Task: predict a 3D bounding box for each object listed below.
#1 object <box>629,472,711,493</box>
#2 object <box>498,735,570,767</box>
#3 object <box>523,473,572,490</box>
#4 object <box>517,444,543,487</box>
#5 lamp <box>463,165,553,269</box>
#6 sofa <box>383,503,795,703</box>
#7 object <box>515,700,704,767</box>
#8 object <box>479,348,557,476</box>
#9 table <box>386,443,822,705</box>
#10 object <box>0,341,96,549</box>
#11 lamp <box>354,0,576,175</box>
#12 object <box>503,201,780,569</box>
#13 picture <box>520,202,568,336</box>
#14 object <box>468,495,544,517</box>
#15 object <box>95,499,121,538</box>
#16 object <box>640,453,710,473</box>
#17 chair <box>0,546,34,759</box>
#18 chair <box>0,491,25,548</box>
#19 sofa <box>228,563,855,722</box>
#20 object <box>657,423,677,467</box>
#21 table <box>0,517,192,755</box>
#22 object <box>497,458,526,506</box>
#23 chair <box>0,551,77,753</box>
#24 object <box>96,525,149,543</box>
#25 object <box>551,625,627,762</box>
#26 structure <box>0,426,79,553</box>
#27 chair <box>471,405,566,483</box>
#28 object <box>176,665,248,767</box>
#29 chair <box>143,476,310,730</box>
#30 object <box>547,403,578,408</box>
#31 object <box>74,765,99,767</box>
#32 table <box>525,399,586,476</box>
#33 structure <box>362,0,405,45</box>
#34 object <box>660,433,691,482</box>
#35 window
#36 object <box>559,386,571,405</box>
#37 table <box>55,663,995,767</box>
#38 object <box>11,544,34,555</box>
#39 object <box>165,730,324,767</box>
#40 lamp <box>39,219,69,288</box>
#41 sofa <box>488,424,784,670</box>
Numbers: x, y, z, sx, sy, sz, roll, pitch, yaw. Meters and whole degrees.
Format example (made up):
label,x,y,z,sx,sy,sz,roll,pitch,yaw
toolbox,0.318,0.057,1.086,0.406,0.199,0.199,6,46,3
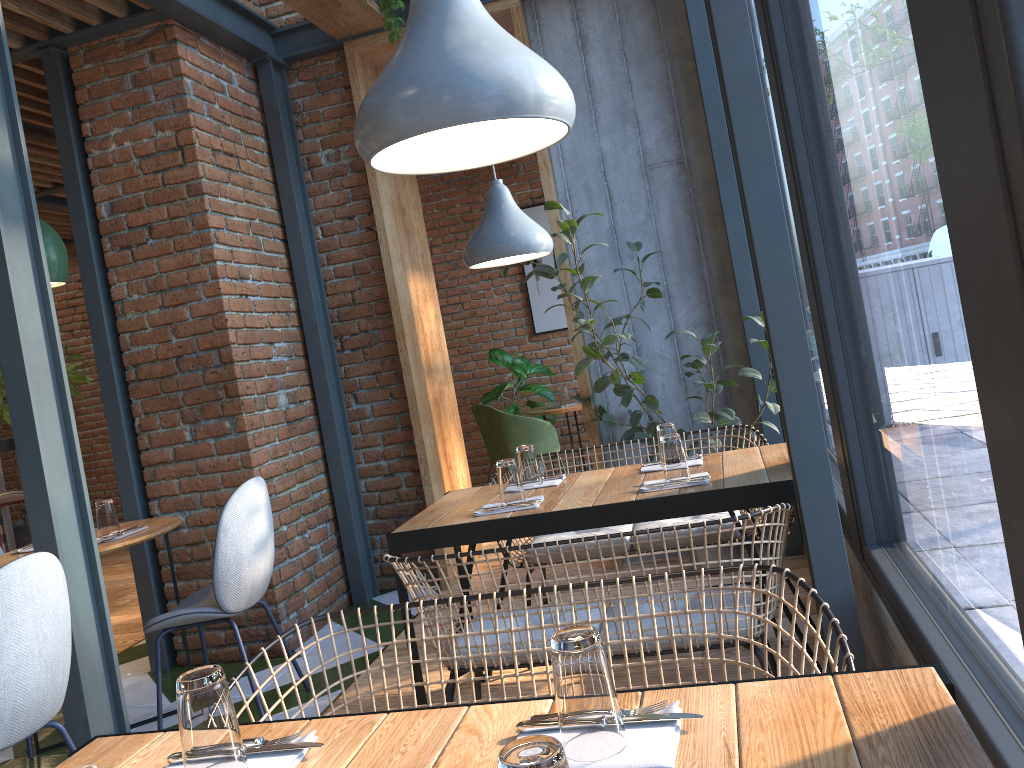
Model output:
label,x,y,z,sx,sy,sz,roll,pitch,yaw
object,0.475,0.292,2.656,0.242,0.019,0.158,-10,3,13
object,0.028,0.390,0.782,0.080,0.138,0.080,-10,1,-13
object,0.086,0.342,3.090,0.242,0.019,0.158,-9,3,17
object,0.057,0.281,3.071,0.080,0.138,0.080,-10,1,30
lamp,-0.406,-2.685,3.427,0.352,4.491,0.354,-10,0,18
sofa,0.237,0.705,2.316,1.089,0.733,0.471,-10,1,13
object,0.112,0.429,1.084,0.242,0.019,0.158,-9,3,16
object,0.056,0.277,7.273,0.636,1.196,0.712,-10,1,-26
table,0.363,0.671,2.859,1.269,0.706,0.660,-10,1,13
object,-4.449,0.598,8.010,1.512,2.097,1.086,-10,0,18
lamp,-0.465,-2.583,1.413,0.351,4.491,0.354,-10,0,29
object,0.657,0.014,4.121,1.066,1.773,1.015,-10,1,-18
picture,0.443,-1.011,7.484,0.724,1.095,0.023,-10,0,13
object,-0.020,0.377,2.758,0.242,0.019,0.158,-10,3,10
object,-1.559,0.515,3.409,0.080,0.138,0.080,-10,1,0
object,0.549,0.264,2.982,0.242,0.019,0.158,-10,3,13
chair,-2.011,0.976,3.545,0.506,0.887,0.419,-10,0,14
chair,-3.196,0.899,5.964,0.507,1.243,0.419,-10,0,13
sofa,0.053,0.775,1.508,1.089,0.733,0.471,-10,1,13
object,0.525,0.202,2.961,0.080,0.138,0.080,-10,1,-13
table,-1.590,0.976,3.445,0.702,0.747,0.697,-11,1,-30
object,-0.008,0.306,2.777,0.080,0.138,0.080,-10,1,-27
chair,-1.417,0.922,2.360,0.506,0.887,0.419,-10,0,14
object,-1.529,0.578,3.390,0.157,0.019,0.243,-9,3,17
object,0.087,0.367,1.064,0.080,0.138,0.080,-10,1,-21
structure,-4.979,1.214,4.401,2.911,1.396,4.933,-10,2,13
chair,0.059,0.509,6.379,0.516,0.819,0.637,-10,1,-23
object,-0.402,0.450,1.172,0.080,0.138,0.080,-10,1,35
chair,-1.115,0.824,3.329,0.507,0.887,0.419,-10,0,9
object,0.366,0.155,6.525,0.158,0.019,0.242,-12,3,-29
object,-0.439,0.469,0.902,0.080,0.138,0.080,-10,1,-12
table,0.555,0.476,6.596,0.807,0.687,0.807,-10,1,-3
structure,-0.534,-1.756,4.271,0.513,0.969,0.665,-10,1,5
object,0.488,0.222,2.674,0.080,0.138,0.080,-10,1,-4
window,0.005,-2.031,0.071,0.127,5.598,8.743,-10,2,13
object,0.384,0.085,6.518,0.080,0.138,0.080,-10,1,34
table,-0.070,0.835,0.959,1.269,0.706,0.660,-10,1,13
object,-1.839,0.629,3.504,0.157,0.019,0.243,-9,3,17
object,-0.374,0.511,1.193,0.242,0.019,0.158,-10,3,12
lamp,-2.013,-1.374,3.452,0.223,2.022,0.224,-10,0,17
sofa,0.487,0.610,3.416,1.089,0.733,0.471,-10,1,13
